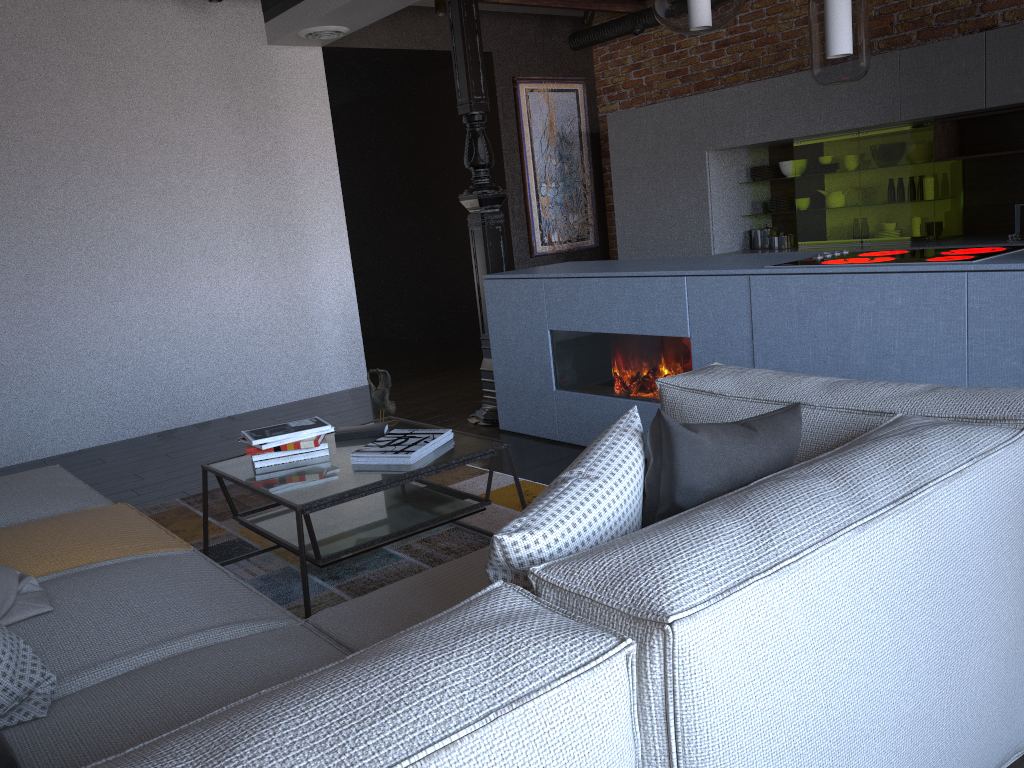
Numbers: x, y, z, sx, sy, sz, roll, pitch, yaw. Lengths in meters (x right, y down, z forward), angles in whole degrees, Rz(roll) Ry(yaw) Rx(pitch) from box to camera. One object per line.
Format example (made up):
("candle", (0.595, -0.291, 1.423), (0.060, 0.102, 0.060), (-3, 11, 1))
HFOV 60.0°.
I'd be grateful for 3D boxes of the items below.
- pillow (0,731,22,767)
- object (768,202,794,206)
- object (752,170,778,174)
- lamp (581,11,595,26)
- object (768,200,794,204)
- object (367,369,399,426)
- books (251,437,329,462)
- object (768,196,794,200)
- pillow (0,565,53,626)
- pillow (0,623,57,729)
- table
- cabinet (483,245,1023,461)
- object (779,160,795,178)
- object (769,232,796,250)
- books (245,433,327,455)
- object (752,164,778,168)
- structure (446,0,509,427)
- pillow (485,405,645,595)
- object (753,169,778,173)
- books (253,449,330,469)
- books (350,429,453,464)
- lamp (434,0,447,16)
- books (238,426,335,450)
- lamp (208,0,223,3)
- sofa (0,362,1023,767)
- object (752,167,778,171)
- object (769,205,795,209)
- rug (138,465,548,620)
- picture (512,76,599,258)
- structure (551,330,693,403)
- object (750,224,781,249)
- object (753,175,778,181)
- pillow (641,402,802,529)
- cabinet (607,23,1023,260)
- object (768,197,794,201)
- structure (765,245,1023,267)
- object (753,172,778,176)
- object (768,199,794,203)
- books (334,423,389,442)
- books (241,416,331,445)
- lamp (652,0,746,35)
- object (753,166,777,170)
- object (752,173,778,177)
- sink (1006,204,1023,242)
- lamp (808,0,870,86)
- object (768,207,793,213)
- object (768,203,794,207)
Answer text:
("pillow", (-0.864, 0.438, 1.214), (0.263, 0.401, 0.510), (-16, 15, -42))
("object", (1.921, -1.276, 6.327), (0.180, 0.027, 0.180), (-2, 12, 21))
("object", (1.819, -1.513, 6.380), (0.180, 0.027, 0.180), (-2, 12, 21))
("lamp", (0.598, -2.901, 6.931), (0.130, 0.207, 0.091), (-1, 12, 24))
("object", (1.920, -1.286, 6.325), (0.180, 0.027, 0.180), (-2, 12, 21))
("object", (-0.491, 0.045, 3.333), (0.099, 0.223, 0.093), (-6, 11, 2))
("books", (-0.767, 0.211, 3.037), (0.251, 0.023, 0.209), (-10, 11, -17))
("object", (1.917, -1.317, 6.319), (0.180, 0.027, 0.180), (-2, 12, 21))
("pillow", (-1.202, 0.398, 1.847), (0.485, 0.314, 0.358), (-5, 11, 5))
("pillow", (-1.030, 0.414, 1.514), (0.495, 0.355, 0.293), (2, 14, 37))
("table", (-0.515, 0.422, 3.000), (0.841, 0.389, 0.848), (-14, 14, -37))
("cabinet", (1.042, -0.090, 3.712), (0.607, 0.845, 2.959), (-14, 14, -37))
("object", (1.968, -1.503, 6.201), (0.191, 0.113, 0.191), (-12, 12, -28))
("object", (1.886, -0.998, 6.185), (0.159, 0.117, 0.172), (-5, 11, 5))
("books", (-0.762, 0.193, 3.011), (0.239, 0.023, 0.190), (-7, 11, -3))
("object", (1.815, -1.554, 6.372), (0.180, 0.027, 0.180), (-2, 12, 21))
("structure", (-2.281, -0.124, 1.596), (0.481, 2.397, 8.504), (1, 13, 33))
("pillow", (0.095, 0.280, 1.524), (0.250, 0.402, 0.543), (1, 13, 34))
("object", (1.818, -1.523, 6.378), (0.180, 0.027, 0.180), (-2, 12, 21))
("books", (-0.763, 0.233, 3.042), (0.247, 0.024, 0.209), (-10, 11, -18))
("books", (-0.359, 0.205, 2.934), (0.225, 0.038, 0.308), (-2, 12, 22))
("lamp", (-0.506, -2.631, 6.082), (0.114, 0.184, 0.082), (-3, 12, 17))
("books", (-0.768, 0.172, 3.027), (0.267, 0.014, 0.196), (-15, 14, -38))
("lamp", (-1.752, -2.317, 5.142), (0.120, 0.184, 0.082), (-5, 11, 4))
("sofa", (-0.687, 0.442, 2.409), (2.534, 0.698, 3.299), (-14, 14, -37))
("object", (1.817, -1.534, 6.376), (0.180, 0.027, 0.180), (-2, 12, 21))
("object", (1.924, -1.255, 6.331), (0.180, 0.027, 0.180), (-2, 12, 21))
("rug", (-0.512, 0.552, 3.442), (1.431, 0.013, 2.363), (-14, 13, -37))
("picture", (0.389, -1.861, 7.582), (0.779, 1.472, 0.067), (-14, 14, -36))
("structure", (0.609, -0.085, 4.081), (0.332, 0.395, 0.943), (-14, 14, -37))
("object", (1.830, -1.065, 6.399), (0.193, 0.178, 0.208), (-5, 11, 5))
("object", (1.823, -1.481, 6.387), (0.180, 0.027, 0.180), (-2, 12, 21))
("pillow", (0.372, 0.202, 1.703), (0.238, 0.417, 0.538), (4, 15, 41))
("cabinet", (2.390, -1.085, 5.568), (0.713, 1.810, 4.172), (-14, 14, -37))
("object", (1.918, -1.307, 6.321), (0.180, 0.027, 0.180), (-2, 12, 21))
("structure", (1.376, -0.445, 3.167), (0.504, 0.057, 0.763), (-14, 13, -37))
("object", (1.820, -1.502, 6.383), (0.180, 0.027, 0.180), (-2, 12, 21))
("object", (1.919, -1.297, 6.323), (0.180, 0.027, 0.180), (-2, 12, 21))
("books", (-0.545, 0.171, 3.227), (0.182, 0.029, 0.129), (-6, 11, 0))
("books", (-0.770, 0.157, 3.024), (0.267, 0.014, 0.196), (-11, 12, -26))
("lamp", (0.708, -1.703, 3.426), (0.364, 0.665, 0.364), (2, 14, 35))
("object", (1.816, -1.544, 6.374), (0.180, 0.027, 0.180), (-2, 12, 21))
("object", (1.822, -1.492, 6.385), (0.180, 0.027, 0.180), (-2, 12, 21))
("sink", (3.077, -0.826, 4.655), (0.381, 0.287, 0.827), (-14, 14, -37))
("lamp", (1.096, -1.515, 3.004), (0.194, 0.956, 0.197), (-8, 11, -7))
("object", (1.925, -1.244, 6.334), (0.180, 0.027, 0.180), (-2, 12, 21))
("object", (1.922, -1.265, 6.329), (0.180, 0.027, 0.180), (-2, 12, 21))
